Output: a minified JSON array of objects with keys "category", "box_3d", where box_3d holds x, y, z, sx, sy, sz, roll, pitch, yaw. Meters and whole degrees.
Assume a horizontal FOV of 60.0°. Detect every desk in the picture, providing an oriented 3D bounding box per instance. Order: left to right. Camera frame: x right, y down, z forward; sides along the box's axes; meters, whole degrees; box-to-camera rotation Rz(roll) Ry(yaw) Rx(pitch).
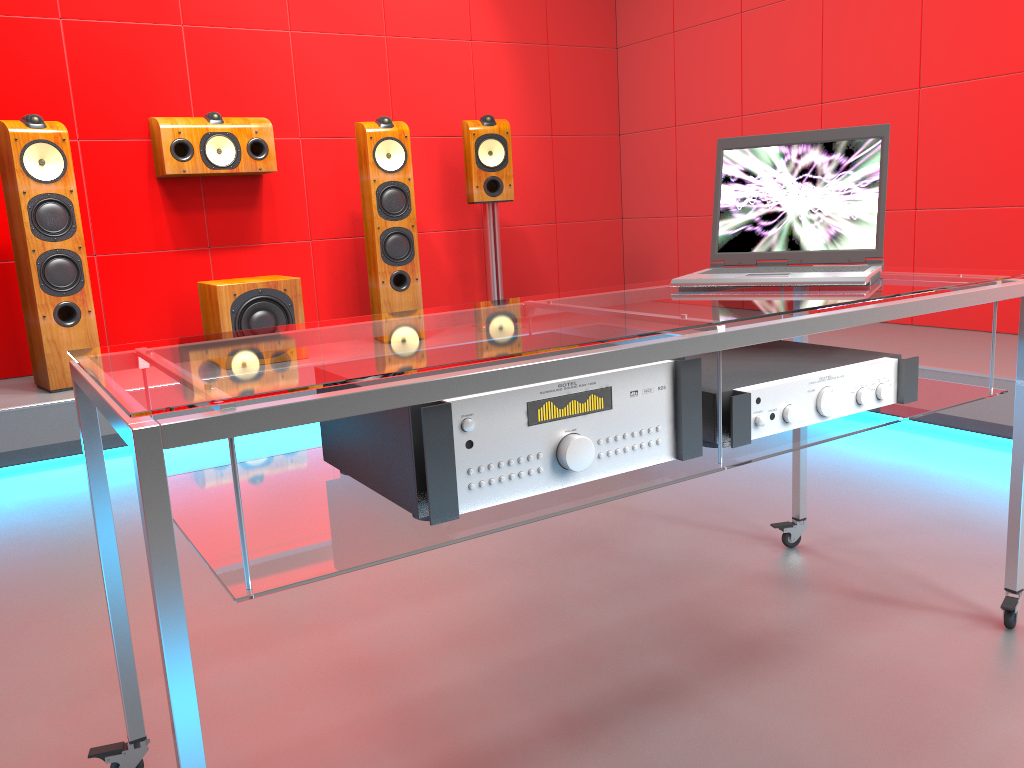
[{"category":"desk","box_3d":[0.157,0.216,1.498,1.617,0.690,0.594,-10,13,-30]}]

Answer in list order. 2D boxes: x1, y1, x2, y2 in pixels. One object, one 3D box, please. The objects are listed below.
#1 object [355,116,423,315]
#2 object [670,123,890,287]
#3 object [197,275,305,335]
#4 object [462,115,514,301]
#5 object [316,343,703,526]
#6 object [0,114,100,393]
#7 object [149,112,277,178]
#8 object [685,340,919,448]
[{"category":"object","box_3d":[-0.581,-0.729,4.243,0.203,1.052,0.238,-8,12,-21]},{"category":"object","box_3d":[0.514,-0.339,1.680,0.342,0.285,0.340,3,13,28]},{"category":"object","box_3d":[-1.148,-0.281,3.931,0.360,0.360,0.360,-10,13,-30]},{"category":"object","box_3d":[-0.104,-0.810,4.502,0.231,1.058,0.265,-5,11,-11]},{"category":"object","box_3d":[-0.010,0.048,1.288,0.431,0.158,0.371,-10,13,-30]},{"category":"object","box_3d":[-1.813,-0.507,3.481,0.203,1.052,0.238,-13,15,-40]},{"category":"object","box_3d":[-1.362,-1.095,4.050,0.493,0.271,0.235,-10,13,-30]},{"category":"object","box_3d":[0.408,0.007,1.547,0.435,0.092,0.365,-10,13,-30]}]
